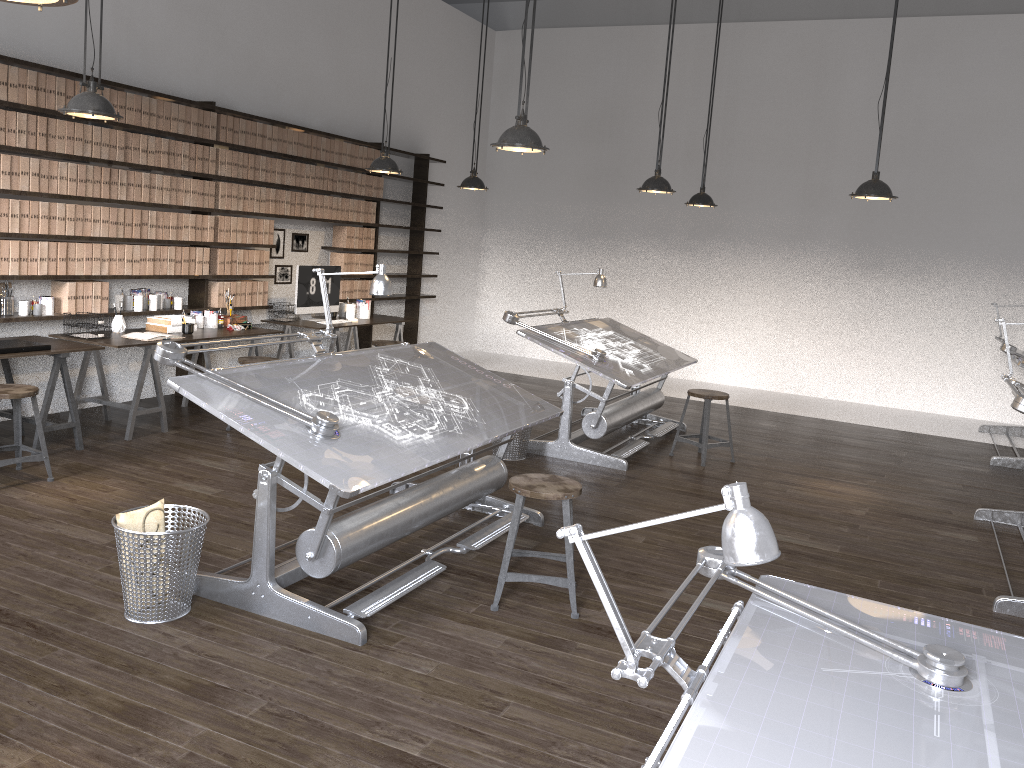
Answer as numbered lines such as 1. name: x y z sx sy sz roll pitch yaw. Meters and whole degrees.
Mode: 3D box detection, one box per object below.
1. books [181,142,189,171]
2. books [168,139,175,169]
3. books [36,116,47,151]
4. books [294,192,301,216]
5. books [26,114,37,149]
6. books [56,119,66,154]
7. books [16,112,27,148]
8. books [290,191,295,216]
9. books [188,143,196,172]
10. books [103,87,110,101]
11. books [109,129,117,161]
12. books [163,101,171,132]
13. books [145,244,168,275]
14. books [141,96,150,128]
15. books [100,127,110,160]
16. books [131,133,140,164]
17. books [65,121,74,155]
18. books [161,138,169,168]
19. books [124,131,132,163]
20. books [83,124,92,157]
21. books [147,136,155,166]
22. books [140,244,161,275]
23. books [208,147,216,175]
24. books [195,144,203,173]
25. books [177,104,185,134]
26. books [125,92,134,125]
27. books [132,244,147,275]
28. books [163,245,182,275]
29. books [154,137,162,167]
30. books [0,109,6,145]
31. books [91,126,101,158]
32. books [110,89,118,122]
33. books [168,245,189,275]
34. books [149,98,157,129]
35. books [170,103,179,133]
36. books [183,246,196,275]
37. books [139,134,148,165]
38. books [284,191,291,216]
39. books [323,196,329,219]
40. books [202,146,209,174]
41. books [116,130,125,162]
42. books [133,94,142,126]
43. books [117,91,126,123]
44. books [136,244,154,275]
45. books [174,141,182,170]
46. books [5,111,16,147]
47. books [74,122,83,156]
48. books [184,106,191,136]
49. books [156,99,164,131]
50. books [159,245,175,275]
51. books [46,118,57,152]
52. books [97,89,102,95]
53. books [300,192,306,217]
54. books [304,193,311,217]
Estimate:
1. books: -2.633 -1.790 6.971 0.175 0.224 0.067 8 7 24
2. books: -2.696 -1.775 6.844 0.175 0.224 0.067 8 7 24
3. books: -3.155 -1.651 5.843 0.175 0.224 0.067 8 7 24
4. books: -2.064 -1.682 8.268 0.175 0.224 0.067 8 7 24
5. books: -3.192 -1.644 5.778 0.175 0.224 0.067 8 7 24
6. books: -3.099 -1.667 5.971 0.175 0.224 0.067 8 7 24
7. books: -3.218 -1.635 5.711 0.175 0.224 0.067 8 7 24
8. books: -2.100 -1.674 8.202 0.175 0.224 0.067 8 7 24
9. books: -2.607 -1.799 7.037 0.175 0.224 0.067 8 7 24
10. books: -2.931 -1.979 6.256 0.175 0.224 0.067 8 7 24
11. books: -2.924 -1.714 6.349 0.175 0.224 0.067 8 7 24
12. books: -2.696 -2.042 6.765 0.175 0.224 0.067 8 7 24
13. books: -2.774 -0.967 6.901 0.175 0.224 0.067 8 7 24
14. books: -2.781 -2.018 6.571 0.175 0.224 0.067 8 7 24
15. books: -2.949 -1.707 6.292 0.175 0.224 0.067 8 7 24
16. books: -2.838 -1.737 6.536 0.175 0.224 0.067 8 7 24
17. books: -3.069 -1.674 6.026 0.175 0.224 0.067 8 7 24
18. books: -2.719 -1.767 6.781 0.175 0.224 0.067 8 7 24
19. books: -2.869 -1.730 6.474 0.175 0.224 0.067 8 7 24
20. books: -3.011 -1.690 6.159 0.175 0.224 0.067 8 7 24
21. books: -2.776 -1.753 6.665 0.175 0.224 0.067 8 7 24
22. books: -2.804 -0.959 6.837 0.175 0.224 0.067 8 7 24
23. books: -2.510 -1.824 7.240 0.175 0.224 0.067 8 7 24
24. books: -2.570 -1.807 7.103 0.175 0.224 0.067 8 7 24
25. books: -2.635 -2.058 6.893 0.175 0.224 0.067 8 7 24
26. books: -2.842 -2.003 6.450 0.175 0.224 0.067 8 7 24
27. books: -2.859 -0.944 6.715 0.175 0.224 0.067 8 7 24
28. books: -2.715 -0.983 7.030 0.175 0.224 0.067 8 7 24
29. books: -2.751 -1.760 6.722 0.175 0.224 0.067 8 7 24
30. books: -3.281 -1.620 5.585 0.175 0.224 0.067 8 7 24
31. books: -2.978 -1.698 6.225 0.175 0.224 0.067 8 7 24
32. books: -2.905 -1.987 6.320 0.175 0.224 0.067 8 7 24
33. books: -2.678 -0.991 7.095 0.175 0.224 0.067 8 7 24
34. books: -2.753 -2.026 6.638 0.175 0.224 0.067 8 7 24
35. books: -2.663 -2.050 6.827 0.175 0.224 0.067 8 7 24
36. books: -2.652 -1.000 7.164 0.175 0.224 0.067 8 7 24
37. books: -2.805 -1.744 6.598 0.175 0.224 0.067 8 7 24
38. books: -2.126 -1.666 8.136 0.175 0.224 0.067 8 7 24
39. books: -1.887 -1.730 8.655 0.175 0.224 0.067 8 7 24
40. books: -2.544 -1.816 7.172 0.175 0.224 0.067 8 7 24
41. books: -2.892 -1.721 6.408 0.175 0.224 0.067 8 7 24
42. books: -2.811 -2.010 6.505 0.175 0.224 0.067 8 7 24
43. books: -2.874 -1.995 6.383 0.175 0.224 0.067 8 7 24
44. books: -2.827 -0.951 6.773 0.175 0.224 0.067 8 7 24
45. books: -2.666 -1.783 6.908 0.175 0.224 0.067 8 7 24
46. books: -3.251 -1.628 5.649 0.175 0.224 0.067 8 7 24
47. books: -3.038 -1.682 6.092 0.175 0.224 0.067 8 7 24
48. books: -2.610 -2.065 6.951 0.175 0.224 0.067 8 7 24
49. books: -2.727 -2.035 6.702 0.175 0.224 0.067 8 7 24
50. books: -2.740 -0.975 6.963 0.175 0.224 0.067 8 7 24
51. books: -3.129 -1.660 5.913 0.175 0.224 0.067 8 7 24
52. books: -2.958 -1.971 6.189 0.175 0.224 0.067 8 7 24
53. books: -2.037 -1.691 8.337 0.175 0.224 0.067 8 7 24
54. books: -2.004 -1.697 8.394 0.175 0.224 0.067 8 7 24
